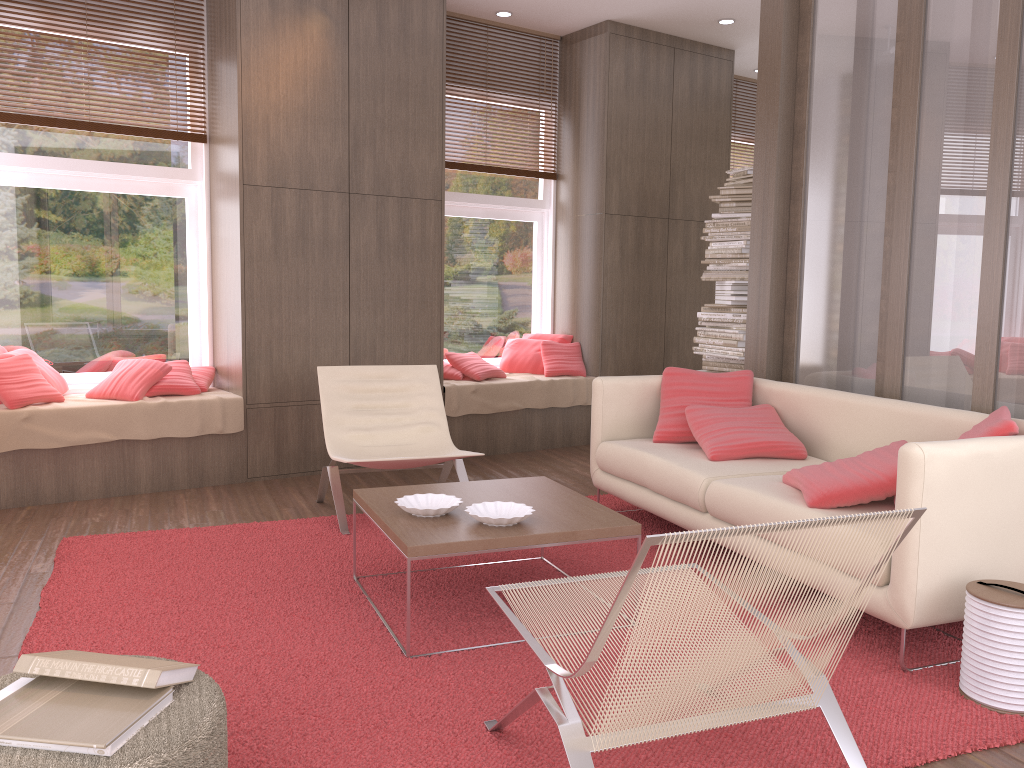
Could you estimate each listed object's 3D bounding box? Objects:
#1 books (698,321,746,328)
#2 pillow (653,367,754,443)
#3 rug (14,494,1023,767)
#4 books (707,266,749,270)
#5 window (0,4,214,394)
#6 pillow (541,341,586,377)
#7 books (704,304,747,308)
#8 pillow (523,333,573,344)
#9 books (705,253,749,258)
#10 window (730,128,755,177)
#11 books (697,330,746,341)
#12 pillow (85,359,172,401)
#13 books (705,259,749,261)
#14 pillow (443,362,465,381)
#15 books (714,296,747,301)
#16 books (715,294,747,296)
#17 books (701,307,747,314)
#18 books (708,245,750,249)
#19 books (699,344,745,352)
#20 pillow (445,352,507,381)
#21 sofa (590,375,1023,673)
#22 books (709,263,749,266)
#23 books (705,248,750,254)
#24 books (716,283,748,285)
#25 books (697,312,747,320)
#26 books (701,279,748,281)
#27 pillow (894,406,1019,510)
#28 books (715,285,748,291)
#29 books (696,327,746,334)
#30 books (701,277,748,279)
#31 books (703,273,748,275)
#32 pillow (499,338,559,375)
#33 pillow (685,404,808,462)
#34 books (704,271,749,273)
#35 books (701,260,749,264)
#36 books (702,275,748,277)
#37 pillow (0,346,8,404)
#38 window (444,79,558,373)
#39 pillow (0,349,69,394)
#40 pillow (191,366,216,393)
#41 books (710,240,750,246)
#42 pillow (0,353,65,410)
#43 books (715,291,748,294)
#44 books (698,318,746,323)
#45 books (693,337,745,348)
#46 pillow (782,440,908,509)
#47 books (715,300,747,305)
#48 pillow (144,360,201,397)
[{"bbox_3d":[1.631,-0.425,6.312,0.368,0.028,0.469,-4,8,-37],"label":"books"},{"bbox_3d":[1.000,0.117,4.610,0.498,0.377,0.379,2,6,13],"label":"pillow"},{"bbox_3d":[-0.018,0.841,3.428,3.344,0.016,2.938,-2,7,-22],"label":"rug"},{"bbox_3d":[1.626,-0.817,6.291,0.379,0.028,0.297,7,8,43],"label":"books"},{"bbox_3d":[-2.583,-1.062,5.426,1.407,2.229,0.160,-3,7,-34],"label":"window"},{"bbox_3d":[0.402,-0.195,7.007,0.357,0.278,0.264,-1,6,-14],"label":"pillow"},{"bbox_3d":[1.640,-0.554,6.302,0.450,0.022,0.364,4,7,28],"label":"books"},{"bbox_3d":[0.253,-0.242,7.232,0.484,0.334,0.193,3,6,18],"label":"pillow"},{"bbox_3d":[1.610,-0.902,6.276,0.379,0.028,0.297,7,8,43],"label":"books"},{"bbox_3d":[2.050,-1.327,8.608,1.407,2.229,0.160,-3,7,-34],"label":"window"},{"bbox_3d":[1.649,-0.347,6.308,0.421,0.046,0.542,-2,7,-22],"label":"books"},{"bbox_3d":[-2.271,-0.026,5.266,0.389,0.234,0.356,3,6,16],"label":"pillow"},{"bbox_3d":[1.597,-0.875,6.282,0.368,0.009,0.262,7,8,43],"label":"books"},{"bbox_3d":[-0.510,-0.115,6.673,0.373,0.150,0.397,2,6,12],"label":"pillow"},{"bbox_3d":[1.646,-0.602,6.225,0.317,0.030,0.524,1,6,-2],"label":"books"},{"bbox_3d":[1.633,-0.630,6.277,0.294,0.013,0.413,1,6,-2],"label":"books"},{"bbox_3d":[1.652,-0.521,6.272,0.341,0.038,0.518,-4,8,-37],"label":"books"},{"bbox_3d":[1.625,-0.962,6.265,0.287,0.020,0.388,-2,7,-27],"label":"books"},{"bbox_3d":[1.659,-0.257,6.262,0.423,0.025,0.566,-2,7,-22],"label":"books"},{"bbox_3d":[-0.276,-0.138,6.674,0.354,0.200,0.403,5,7,32],"label":"pillow"},{"bbox_3d":[1.221,0.432,3.893,0.919,0.751,2.204,-2,7,-22],"label":"sofa"},{"bbox_3d":[1.632,-0.838,6.259,0.287,0.020,0.388,-2,7,-27],"label":"books"},{"bbox_3d":[1.609,-0.936,6.285,0.297,0.039,0.379,-2,7,-27],"label":"books"},{"bbox_3d":[1.660,-0.700,6.255,0.345,0.010,0.443,1,6,-2],"label":"books"},{"bbox_3d":[1.618,-0.485,6.301,0.364,0.038,0.469,-4,8,-37],"label":"books"},{"bbox_3d":[1.612,-0.733,6.258,0.469,0.015,0.267,7,8,43],"label":"books"},{"bbox_3d":[1.606,0.275,3.221,0.379,0.377,0.498,4,7,28],"label":"pillow"},{"bbox_3d":[1.641,-0.677,6.270,0.308,0.036,0.417,1,6,-2],"label":"books"},{"bbox_3d":[1.620,-0.382,6.313,0.399,0.020,0.510,-2,7,-22],"label":"books"},{"bbox_3d":[1.606,-0.751,6.285,0.444,0.015,0.279,7,8,43],"label":"books"},{"bbox_3d":[1.619,-0.775,6.262,0.446,0.012,0.291,7,8,43],"label":"books"},{"bbox_3d":[0.120,-0.222,7.115,0.485,0.279,0.270,2,6,14],"label":"pillow"},{"bbox_3d":[1.121,0.235,4.307,0.507,0.224,0.467,0,6,-9],"label":"pillow"},{"bbox_3d":[1.619,-0.789,6.273,0.412,0.011,0.308,7,8,43],"label":"books"},{"bbox_3d":[1.614,-0.858,6.264,0.467,0.020,0.283,7,8,43],"label":"books"},{"bbox_3d":[1.613,-0.764,6.278,0.432,0.013,0.288,7,8,43],"label":"books"},{"bbox_3d":[-2.907,-0.059,5.038,0.193,0.334,0.484,0,6,-12],"label":"pillow"},{"bbox_3d":[-0.267,-1.195,7.017,1.407,2.229,0.160,-3,7,-34],"label":"window"},{"bbox_3d":[-2.774,-0.060,5.156,0.270,0.279,0.485,0,6,-8],"label":"pillow"},{"bbox_3d":[-2.099,-0.030,5.640,0.397,0.150,0.373,0,6,-6],"label":"pillow"},{"bbox_3d":[1.631,-0.983,6.239,0.297,0.028,0.379,-2,7,-27],"label":"books"},{"bbox_3d":[-2.696,-0.017,4.867,0.264,0.278,0.357,3,6,20],"label":"pillow"},{"bbox_3d":[1.649,-0.644,6.240,0.323,0.020,0.484,1,6,-2],"label":"books"},{"bbox_3d":[1.606,-0.452,6.284,0.346,0.025,0.442,-4,8,-37],"label":"books"},{"bbox_3d":[1.615,-0.301,6.325,0.410,0.046,0.522,-2,7,-22],"label":"books"},{"bbox_3d":[1.315,0.338,3.364,0.467,0.224,0.507,2,6,6],"label":"pillow"},{"bbox_3d":[1.647,-0.576,6.272,0.322,0.030,0.435,1,6,-2],"label":"books"},{"bbox_3d":[-2.129,-0.032,5.406,0.403,0.200,0.354,-2,7,-26],"label":"pillow"}]
